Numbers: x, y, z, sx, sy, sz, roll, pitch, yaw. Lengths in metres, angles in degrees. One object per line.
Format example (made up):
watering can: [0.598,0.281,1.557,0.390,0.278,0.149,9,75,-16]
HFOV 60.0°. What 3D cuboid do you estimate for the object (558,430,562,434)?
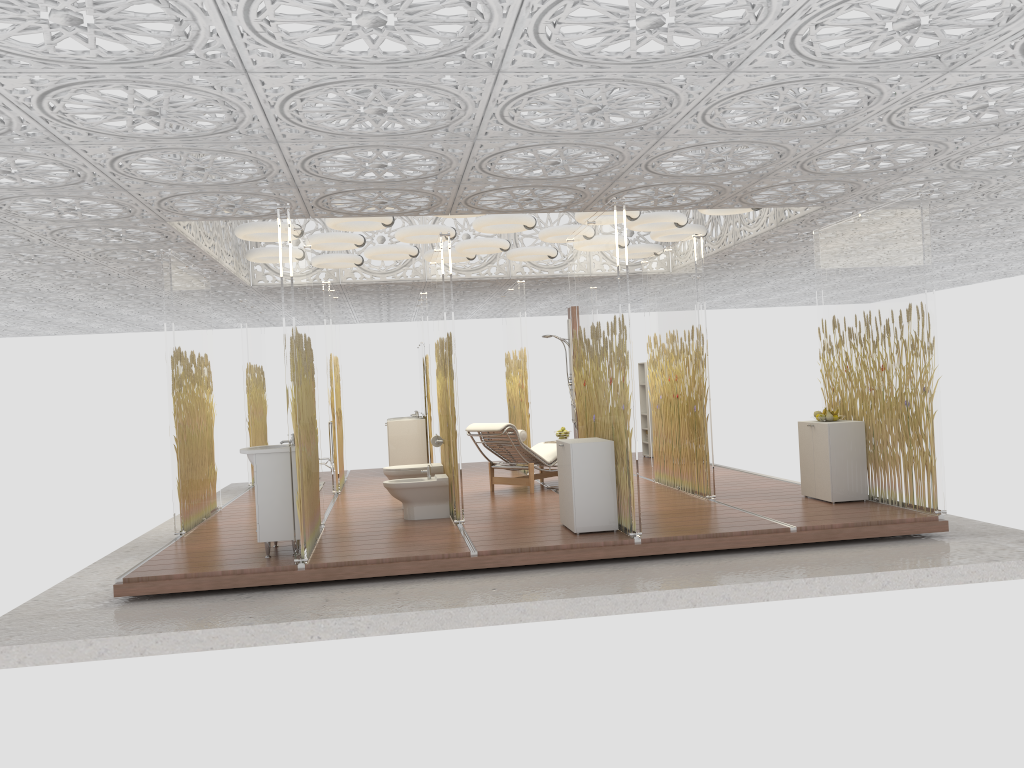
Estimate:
object: [0.554,0.547,10.192,0.047,0.045,0.047,-3,0,-7]

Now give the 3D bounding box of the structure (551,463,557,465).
structure: [0.568,1.238,13.847,0.879,0.039,1.053,-3,0,-8]

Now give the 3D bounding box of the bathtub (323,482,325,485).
bathtub: [-2.846,1.492,11.550,0.700,0.582,1.700,-3,0,-8]

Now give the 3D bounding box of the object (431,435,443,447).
object: [-0.753,0.571,8.878,0.115,0.115,0.131,-3,0,-8]

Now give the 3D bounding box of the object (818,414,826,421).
object: [2.898,0.313,8.299,0.066,0.065,0.091,-3,0,7]

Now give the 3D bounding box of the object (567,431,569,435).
object: [0.637,0.568,10.263,0.055,0.048,0.054,-3,0,-15]

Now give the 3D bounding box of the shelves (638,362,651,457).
shelves: [2.220,0.388,13.835,0.344,1.460,0.366,-3,0,-8]

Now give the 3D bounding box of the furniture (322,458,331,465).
furniture: [-2.417,0.979,11.248,0.178,0.014,0.977,-3,0,-8]

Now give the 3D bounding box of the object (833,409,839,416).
object: [3.030,0.274,8.395,0.051,0.079,0.186,-3,0,-29]

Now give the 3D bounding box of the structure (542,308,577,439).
structure: [0.847,0.002,13.824,0.624,2.402,0.433,-3,0,-22]

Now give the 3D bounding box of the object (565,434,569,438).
object: [0.635,0.596,10.222,0.045,0.042,0.045,-3,0,-13]

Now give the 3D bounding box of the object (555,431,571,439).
object: [0.587,0.601,10.245,0.206,0.105,0.206,-3,0,37]

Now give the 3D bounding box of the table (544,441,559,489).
table: [0.671,0.921,10.238,0.420,0.535,0.420,-3,0,-38]

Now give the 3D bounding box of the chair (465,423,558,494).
chair: [0.281,0.817,10.446,0.635,0.811,1.787,-3,0,42]

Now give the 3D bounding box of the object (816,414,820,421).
object: [2.893,0.317,8.358,0.056,0.066,0.053,-3,0,-6]

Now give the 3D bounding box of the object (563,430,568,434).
object: [0.617,0.556,10.212,0.055,0.054,0.050,-3,0,-39]

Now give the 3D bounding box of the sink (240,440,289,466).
sink: [-1.906,0.532,6.992,0.454,0.263,0.603,-3,0,-8]

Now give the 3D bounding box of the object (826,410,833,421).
object: [2.957,0.294,8.256,0.064,0.097,0.064,-3,0,-17]

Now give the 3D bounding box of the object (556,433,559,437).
object: [0.535,0.584,10.247,0.058,0.058,0.058,-3,0,-41]

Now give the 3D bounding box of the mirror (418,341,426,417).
mirror: [-1.370,-0.065,13.436,0.009,1.081,1.422,-3,0,-8]

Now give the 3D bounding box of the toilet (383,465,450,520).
toilet: [-0.917,1.035,8.456,0.611,0.506,0.401,-3,0,-8]

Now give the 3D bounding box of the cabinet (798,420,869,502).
cabinet: [3.001,0.706,8.317,0.358,0.712,0.595,-3,0,-8]

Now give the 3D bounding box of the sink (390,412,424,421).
sink: [-1.547,0.547,13.046,0.499,0.266,0.573,-3,0,-5]

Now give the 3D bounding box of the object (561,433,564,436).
object: [0.581,0.579,10.186,0.047,0.045,0.047,-3,0,-4]

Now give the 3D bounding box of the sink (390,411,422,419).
sink: [-1.646,0.554,13.757,0.499,0.266,0.573,-3,0,-11]

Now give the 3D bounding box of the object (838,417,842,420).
object: [3.037,0.299,8.400,0.035,0.092,0.194,-3,0,-39]

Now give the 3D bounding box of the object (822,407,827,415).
object: [2.943,0.256,8.364,0.035,0.084,0.200,-3,0,14]

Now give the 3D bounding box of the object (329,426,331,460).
object: [-2.440,0.828,12.010,0.042,0.656,0.283,-3,0,-8]

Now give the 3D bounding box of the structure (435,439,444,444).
structure: [-0.723,0.570,8.863,0.080,0.047,0.215,-3,0,-8]

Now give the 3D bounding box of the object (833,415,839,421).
object: [3.014,0.319,8.277,0.066,0.055,0.055,-3,0,40]

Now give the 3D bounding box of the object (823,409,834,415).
object: [2.998,0.267,8.355,0.045,0.064,0.202,-3,0,-4]

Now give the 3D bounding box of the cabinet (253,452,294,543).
cabinet: [-1.824,0.855,7.003,0.316,0.678,0.580,-3,0,-8]

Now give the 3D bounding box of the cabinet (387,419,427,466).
cabinet: [-1.544,0.915,13.040,0.549,0.782,0.643,-3,0,-8]

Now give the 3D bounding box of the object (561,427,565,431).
object: [0.590,0.521,10.240,0.055,0.056,0.055,-3,0,-8]

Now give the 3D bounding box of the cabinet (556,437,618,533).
cabinet: [0.616,0.823,7.363,0.358,0.712,0.595,-3,0,-8]

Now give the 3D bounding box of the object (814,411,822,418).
object: [2.904,0.290,8.418,0.077,0.067,0.078,-3,0,-7]

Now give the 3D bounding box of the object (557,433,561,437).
object: [0.542,0.585,10.205,0.040,0.040,0.039,-3,0,-16]

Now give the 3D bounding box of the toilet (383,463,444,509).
toilet: [-1.021,1.070,9.205,0.611,0.437,0.401,-3,0,-8]

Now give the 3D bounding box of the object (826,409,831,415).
object: [2.977,0.277,8.366,0.032,0.085,0.186,-3,0,3]
